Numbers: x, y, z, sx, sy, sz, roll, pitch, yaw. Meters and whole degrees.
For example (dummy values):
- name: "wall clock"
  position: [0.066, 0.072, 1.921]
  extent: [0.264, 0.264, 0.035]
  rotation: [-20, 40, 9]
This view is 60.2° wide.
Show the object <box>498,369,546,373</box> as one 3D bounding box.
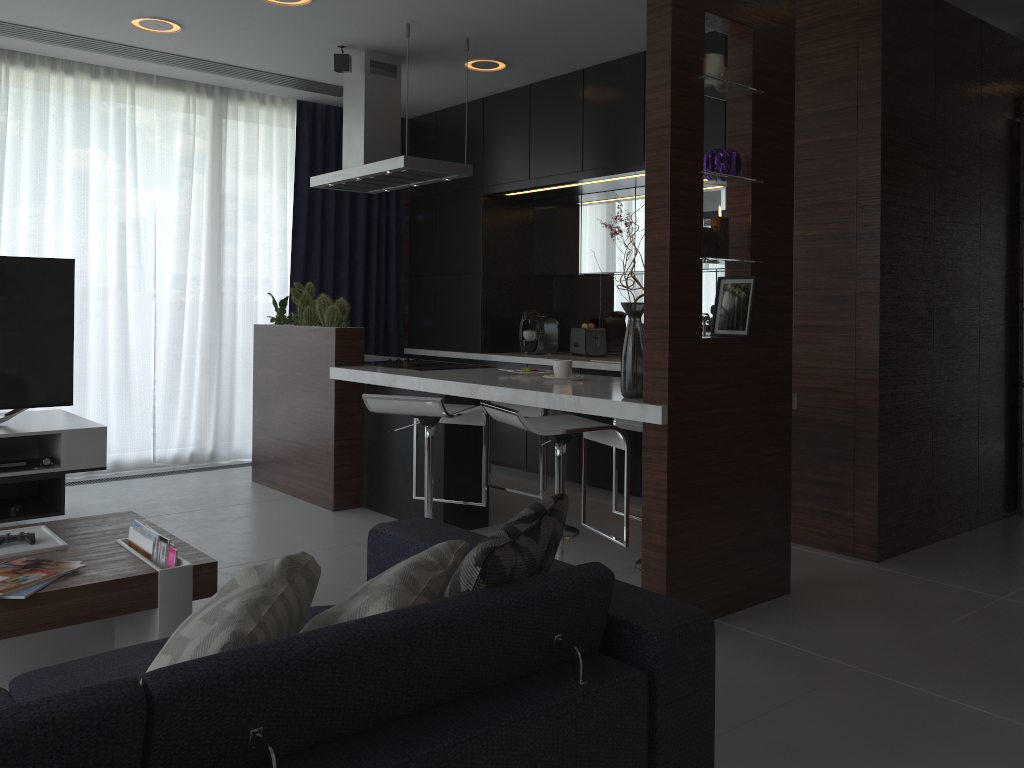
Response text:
- name: "object"
  position: [0.051, -0.063, 4.217]
  extent: [0.249, 0.008, 0.026]
  rotation: [2, 5, 19]

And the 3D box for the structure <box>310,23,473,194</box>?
- name: "structure"
  position: [-0.718, -1.544, 5.105]
  extent: [0.446, 0.759, 1.046]
  rotation: [0, 3, -40]

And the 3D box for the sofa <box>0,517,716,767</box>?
- name: "sofa"
  position: [-1.319, 0.627, 1.489]
  extent: [2.875, 0.607, 1.903]
  rotation: [-3, 6, -40]

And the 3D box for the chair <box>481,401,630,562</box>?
- name: "chair"
  position: [0.152, 0.429, 3.405]
  extent: [0.464, 0.708, 0.397]
  rotation: [0, 1, -22]

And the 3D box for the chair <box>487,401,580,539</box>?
- name: "chair"
  position: [0.183, 0.340, 4.281]
  extent: [0.464, 0.740, 0.396]
  rotation: [-1, 1, -44]

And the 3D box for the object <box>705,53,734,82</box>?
- name: "object"
  position: [0.727, -1.096, 3.114]
  extent: [0.088, 0.086, 0.218]
  rotation: [2, 4, 33]

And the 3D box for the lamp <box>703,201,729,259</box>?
- name: "lamp"
  position: [0.702, -0.544, 3.128]
  extent: [0.153, 0.210, 0.077]
  rotation: [0, 1, -28]

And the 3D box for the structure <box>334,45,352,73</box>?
- name: "structure"
  position: [-0.964, -1.844, 5.038]
  extent: [0.084, 0.142, 0.114]
  rotation: [1, 2, 0]

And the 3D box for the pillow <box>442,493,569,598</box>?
- name: "pillow"
  position: [-0.051, 0.428, 1.674]
  extent: [0.221, 0.385, 0.416]
  rotation: [1, 2, 20]

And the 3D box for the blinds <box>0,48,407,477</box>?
- name: "blinds"
  position: [-1.070, -0.530, 2.425]
  extent: [5.802, 2.768, 7.153]
  rotation: [-2, 5, -36]

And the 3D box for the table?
- name: "table"
  position: [-1.406, 0.661, 2.579]
  extent: [0.801, 0.352, 0.807]
  rotation: [-3, 5, -40]

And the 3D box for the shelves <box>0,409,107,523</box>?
- name: "shelves"
  position: [-3.075, 0.471, 3.708]
  extent: [2.351, 0.498, 0.875]
  rotation: [-3, 5, -40]

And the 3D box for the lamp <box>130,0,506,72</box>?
- name: "lamp"
  position: [1.149, -1.809, 4.468]
  extent: [5.353, 0.084, 9.600]
  rotation: [4, 6, 36]

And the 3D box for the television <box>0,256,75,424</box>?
- name: "television"
  position: [-2.583, -0.179, 3.849]
  extent: [1.231, 0.785, 0.298]
  rotation: [-2, 2, -40]

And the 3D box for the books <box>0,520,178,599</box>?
- name: "books"
  position: [0.625, 0.329, 5.751]
  extent: [0.405, 0.372, 8.253]
  rotation: [2, 5, 29]

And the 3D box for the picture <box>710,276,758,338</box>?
- name: "picture"
  position: [0.806, -0.282, 3.215]
  extent: [0.051, 0.221, 0.175]
  rotation: [1, 1, -36]

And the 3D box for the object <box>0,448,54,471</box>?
- name: "object"
  position: [-2.337, 0.352, 3.976]
  extent: [0.430, 0.053, 0.336]
  rotation: [-3, 6, -40]

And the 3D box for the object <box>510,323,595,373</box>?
- name: "object"
  position: [0.301, -0.226, 5.043]
  extent: [0.140, 0.221, 1.883]
  rotation: [1, 5, 15]

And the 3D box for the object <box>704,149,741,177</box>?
- name: "object"
  position: [0.748, -0.780, 3.143]
  extent: [0.134, 0.097, 0.133]
  rotation: [1, 3, 0]

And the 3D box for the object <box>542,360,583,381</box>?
- name: "object"
  position: [0.225, -0.061, 3.919]
  extent: [0.182, 0.086, 0.182]
  rotation: [3, 4, 27]

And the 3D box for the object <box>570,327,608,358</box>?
- name: "object"
  position: [0.503, -0.279, 5.892]
  extent: [0.176, 0.195, 0.261]
  rotation: [0, 3, -19]

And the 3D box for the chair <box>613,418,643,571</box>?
- name: "chair"
  position: [0.729, 0.394, 3.704]
  extent: [0.464, 0.740, 0.396]
  rotation: [0, 1, -34]

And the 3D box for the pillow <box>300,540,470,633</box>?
- name: "pillow"
  position: [-0.287, 0.467, 1.607]
  extent: [0.330, 0.294, 0.417]
  rotation: [1, 3, 12]

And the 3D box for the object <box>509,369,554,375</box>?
- name: "object"
  position: [0.100, -0.054, 4.230]
  extent: [0.238, 0.019, 0.239]
  rotation: [3, 5, 22]

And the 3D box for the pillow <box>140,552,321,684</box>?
- name: "pillow"
  position: [-0.488, 0.475, 1.404]
  extent: [0.280, 0.351, 0.419]
  rotation: [1, 3, 3]

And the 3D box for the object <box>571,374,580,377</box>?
- name: "object"
  position: [0.271, -0.034, 3.955]
  extent: [0.036, 0.012, 0.166]
  rotation: [-1, 5, -15]

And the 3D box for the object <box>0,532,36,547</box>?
- name: "object"
  position: [-1.501, 0.466, 2.668]
  extent: [0.112, 0.036, 0.071]
  rotation: [-2, 4, -27]

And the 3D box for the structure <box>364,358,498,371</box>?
- name: "structure"
  position: [-0.510, -0.094, 4.836]
  extent: [0.505, 0.057, 0.765]
  rotation: [-3, 6, -40]

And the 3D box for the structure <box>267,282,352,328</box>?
- name: "structure"
  position: [-1.193, -0.455, 5.083]
  extent: [0.222, 0.286, 1.003]
  rotation: [-1, 4, -37]

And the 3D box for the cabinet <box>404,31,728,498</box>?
- name: "cabinet"
  position: [0.553, -0.685, 5.744]
  extent: [0.705, 2.551, 3.485]
  rotation: [1, 2, -40]

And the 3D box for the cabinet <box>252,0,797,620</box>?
- name: "cabinet"
  position: [-0.252, -0.578, 4.396]
  extent: [0.786, 2.549, 3.341]
  rotation: [0, 2, -40]

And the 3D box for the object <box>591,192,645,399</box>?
- name: "object"
  position: [0.397, -0.320, 3.175]
  extent: [0.198, 0.734, 0.388]
  rotation: [1, 1, 31]

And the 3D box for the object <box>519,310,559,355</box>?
- name: "object"
  position: [0.175, -0.363, 6.154]
  extent: [0.215, 0.312, 0.270]
  rotation: [2, 2, 35]

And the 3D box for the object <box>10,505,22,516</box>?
- name: "object"
  position: [-2.204, 0.564, 3.927]
  extent: [0.044, 0.043, 0.044]
  rotation: [-1, 3, -39]

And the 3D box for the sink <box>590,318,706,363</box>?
- name: "sink"
  position: [0.945, -0.160, 5.269]
  extent: [0.503, 0.492, 0.855]
  rotation: [-1, 4, -40]

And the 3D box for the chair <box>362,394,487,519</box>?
- name: "chair"
  position: [-0.385, 0.386, 3.848]
  extent: [0.396, 0.708, 0.464]
  rotation: [1, 1, 23]
